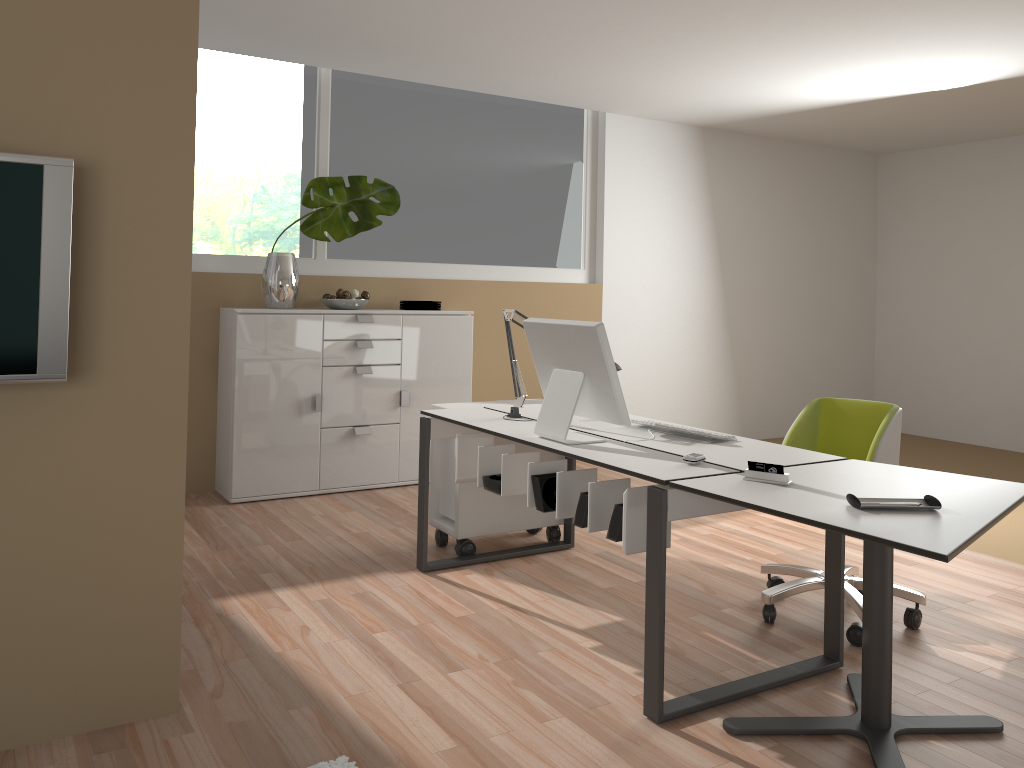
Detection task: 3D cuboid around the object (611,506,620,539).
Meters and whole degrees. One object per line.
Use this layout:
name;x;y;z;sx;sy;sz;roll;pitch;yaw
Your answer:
object;0.372;0.424;2.728;0.133;0.114;0.040;-1;1;-31

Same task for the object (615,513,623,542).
object;0.384;0.426;2.708;0.133;0.113;0.039;-1;1;-31

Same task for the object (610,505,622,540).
object;0.371;0.423;2.730;0.133;0.113;0.039;-1;1;-31

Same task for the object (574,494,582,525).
object;0.271;0.404;2.893;0.133;0.114;0.040;-1;1;-31

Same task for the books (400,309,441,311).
books;-0.600;-0.485;5.745;0.222;0.007;0.158;-2;7;-32

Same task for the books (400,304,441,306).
books;-0.598;-0.518;5.745;0.222;0.006;0.158;-2;7;-30

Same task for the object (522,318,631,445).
object;0.219;-0.017;3.186;0.197;0.431;0.468;1;2;-32

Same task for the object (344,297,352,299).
object;-0.996;-0.501;5.368;0.056;0.065;0.052;1;2;-19

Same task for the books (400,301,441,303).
books;-0.596;-0.534;5.747;0.222;0.007;0.158;-2;7;-32

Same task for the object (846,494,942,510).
object;0.968;0.298;2.236;0.215;0.030;0.090;1;5;-2

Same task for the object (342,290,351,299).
object;-1.017;-0.544;5.409;0.055;0.063;0.053;3;2;43

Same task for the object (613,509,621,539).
object;0.377;0.425;2.720;0.133;0.114;0.040;-1;1;-31

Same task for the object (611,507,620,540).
object;0.373;0.424;2.726;0.133;0.114;0.040;-1;1;-31

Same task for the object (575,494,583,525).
object;0.273;0.405;2.889;0.133;0.114;0.040;-1;1;-31

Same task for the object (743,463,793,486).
object;0.734;0.251;2.523;0.130;0.055;0.049;4;3;34

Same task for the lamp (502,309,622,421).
lamp;0.186;-0.036;3.608;0.540;0.530;0.140;2;0;24

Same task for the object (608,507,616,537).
object;0.364;0.422;2.741;0.133;0.114;0.040;-1;1;-31

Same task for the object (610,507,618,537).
object;0.369;0.423;2.733;0.133;0.114;0.040;-1;1;-31

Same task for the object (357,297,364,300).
object;-0.941;-0.509;5.456;0.056;0.064;0.054;3;2;36

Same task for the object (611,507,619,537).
object;0.371;0.423;2.730;0.133;0.114;0.040;-1;1;-31

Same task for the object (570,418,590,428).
object;0.333;0.164;3.604;0.141;0.079;0.371;4;6;37

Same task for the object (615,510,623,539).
object;0.382;0.425;2.712;0.133;0.114;0.040;-1;1;-31

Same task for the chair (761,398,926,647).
chair;1.264;0.488;3.418;0.622;0.810;0.598;2;2;33

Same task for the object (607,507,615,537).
object;0.361;0.422;2.745;0.133;0.114;0.040;-1;1;-31

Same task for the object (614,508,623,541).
object;0.381;0.425;2.714;0.133;0.114;0.040;-1;1;-31

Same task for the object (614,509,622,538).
object;0.379;0.425;2.716;0.133;0.113;0.039;-1;1;-31

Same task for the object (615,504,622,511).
object;0.366;0.422;2.738;0.133;0.113;0.039;-1;1;-31

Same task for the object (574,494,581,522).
object;0.269;0.404;2.896;0.133;0.114;0.040;-1;1;-31

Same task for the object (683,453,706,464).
object;0.574;0.234;2.772;0.047;0.021;0.084;5;7;37

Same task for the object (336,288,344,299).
object;-1.073;-0.562;5.504;0.053;0.071;0.052;1;1;-25

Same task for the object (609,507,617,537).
object;0.366;0.422;2.737;0.133;0.114;0.040;-1;1;-31

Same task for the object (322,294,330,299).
object;-1.137;-0.524;5.407;0.053;0.065;0.056;2;2;37

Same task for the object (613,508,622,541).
object;0.378;0.425;2.718;0.133;0.114;0.040;-1;1;-31

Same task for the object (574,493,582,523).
object;0.270;0.404;2.895;0.133;0.114;0.040;-1;1;-31

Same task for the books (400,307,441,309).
books;-0.599;-0.496;5.746;0.222;0.006;0.158;-2;7;-32

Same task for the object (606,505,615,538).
object;0.360;0.421;2.747;0.133;0.114;0.040;-1;1;-31

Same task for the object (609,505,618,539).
object;0.367;0.423;2.735;0.133;0.114;0.040;-1;1;-31

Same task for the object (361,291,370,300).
object;-0.916;-0.548;5.493;0.053;0.068;0.053;1;2;-23

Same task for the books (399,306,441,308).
books;-0.601;-0.502;5.745;0.222;0.007;0.158;-3;7;-33

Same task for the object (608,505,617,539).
object;0.365;0.422;2.739;0.133;0.114;0.040;-1;1;-31

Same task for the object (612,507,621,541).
object;0.376;0.424;2.722;0.133;0.114;0.040;-1;1;-31

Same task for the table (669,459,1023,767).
table;1.048;0.642;2.408;0.926;0.688;0.813;-1;4;-34

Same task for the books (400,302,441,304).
books;-0.600;-0.529;5.749;0.222;0.008;0.158;-2;7;-32

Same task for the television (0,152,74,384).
television;-1.651;-0.276;1.982;1.174;0.579;0.054;-2;0;-31

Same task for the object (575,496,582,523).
object;0.272;0.405;2.891;0.133;0.114;0.040;-1;1;-31

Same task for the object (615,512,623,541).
object;0.383;0.426;2.710;0.133;0.114;0.040;-1;1;-31

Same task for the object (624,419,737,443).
object;0.535;0.200;3.300;0.387;0.080;0.458;-3;7;-36

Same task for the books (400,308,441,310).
books;-0.600;-0.490;5.746;0.222;0.006;0.158;-2;7;-32

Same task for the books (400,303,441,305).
books;-0.600;-0.524;5.749;0.222;0.008;0.158;-2;7;-32

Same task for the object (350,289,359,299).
object;-0.977;-0.555;5.457;0.056;0.067;0.051;1;1;-8

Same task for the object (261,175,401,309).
object;-1.116;-0.884;5.424;0.857;0.846;0.265;0;0;-34

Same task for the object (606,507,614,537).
object;0.359;0.421;2.749;0.133;0.114;0.040;-1;1;-31

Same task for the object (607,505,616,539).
object;0.362;0.422;2.743;0.133;0.114;0.040;-1;1;-31

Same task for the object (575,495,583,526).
object;0.274;0.405;2.887;0.133;0.113;0.039;-1;1;-31

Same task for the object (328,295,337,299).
object;-1.096;-0.512;5.372;0.055;0.061;0.056;2;2;12

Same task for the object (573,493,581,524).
object;0.267;0.404;2.898;0.133;0.114;0.040;-1;1;-31

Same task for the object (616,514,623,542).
object;0.384;0.426;2.708;0.133;0.114;0.040;-1;1;-31

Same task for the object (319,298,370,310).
object;-1.036;-0.495;5.453;0.314;0.063;0.315;4;6;23

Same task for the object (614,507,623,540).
object;0.380;0.425;2.714;0.133;0.113;0.039;-1;1;-31
